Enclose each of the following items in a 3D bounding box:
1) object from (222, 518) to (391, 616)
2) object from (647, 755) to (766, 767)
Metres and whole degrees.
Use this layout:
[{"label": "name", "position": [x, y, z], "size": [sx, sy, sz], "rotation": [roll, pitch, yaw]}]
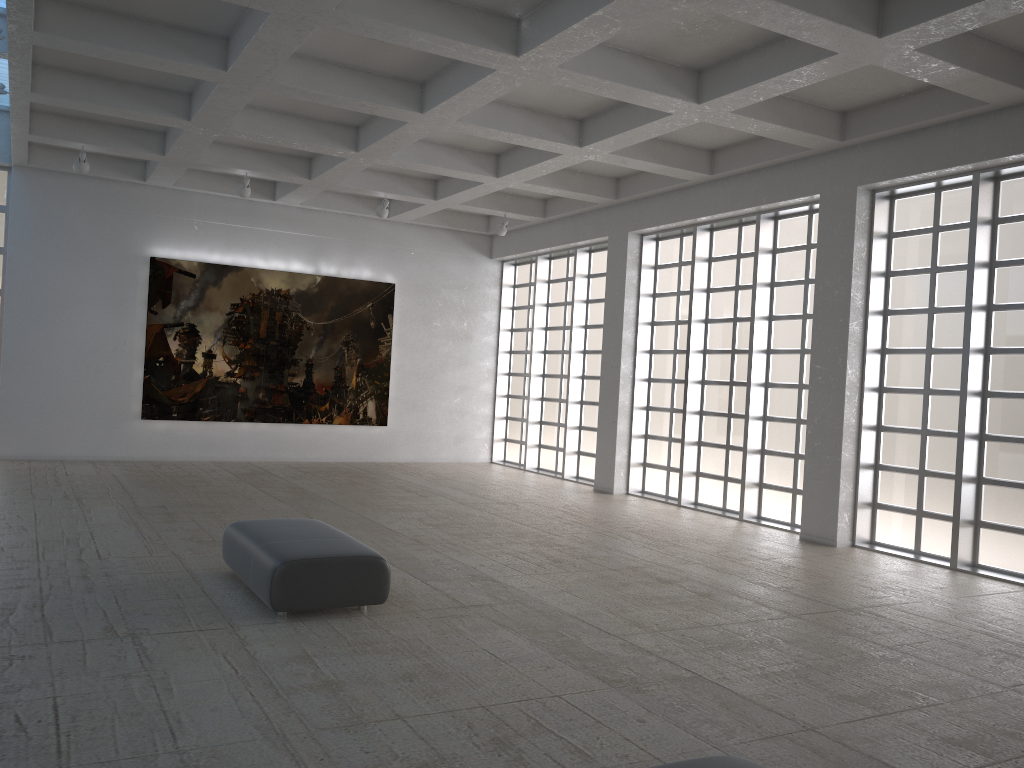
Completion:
[{"label": "object", "position": [-3.011, 2.527, 12.607], "size": [1.616, 0.828, 3.044], "rotation": [3, 0, -29]}, {"label": "object", "position": [1.614, 2.812, 4.292], "size": [1.616, 0.828, 3.044], "rotation": [3, 0, -29]}]
